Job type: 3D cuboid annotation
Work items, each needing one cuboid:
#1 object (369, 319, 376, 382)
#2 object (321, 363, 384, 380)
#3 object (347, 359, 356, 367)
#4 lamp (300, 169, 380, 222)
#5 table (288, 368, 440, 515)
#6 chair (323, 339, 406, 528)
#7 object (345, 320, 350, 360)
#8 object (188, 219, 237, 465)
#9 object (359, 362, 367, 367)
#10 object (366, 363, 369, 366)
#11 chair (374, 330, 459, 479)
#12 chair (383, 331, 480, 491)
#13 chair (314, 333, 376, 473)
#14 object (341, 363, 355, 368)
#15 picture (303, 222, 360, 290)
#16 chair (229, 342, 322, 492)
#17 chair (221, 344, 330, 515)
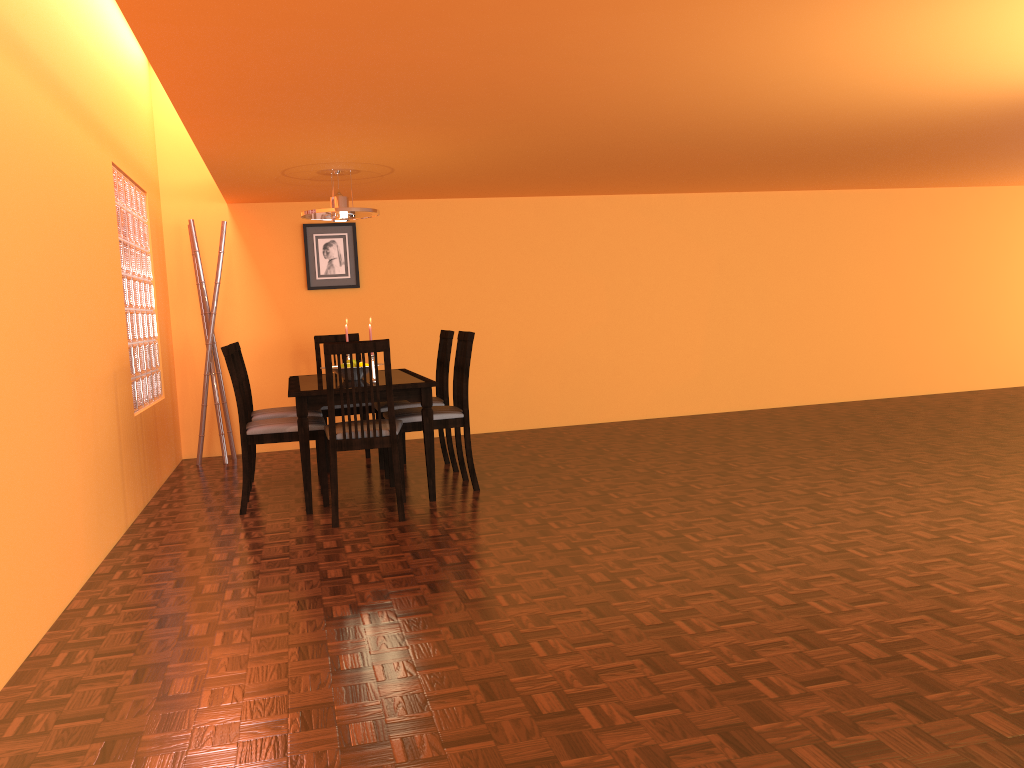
[{"bbox_3d":[-0.701,-0.174,4.423,0.044,0.326,0.044,-5,5,-25],"label":"object"},{"bbox_3d":[-0.836,-0.060,4.667,0.337,0.072,0.337,1,7,42],"label":"object"},{"bbox_3d":[-0.858,-0.100,4.734,0.069,0.066,0.069,-3,5,-4],"label":"object"},{"bbox_3d":[-0.962,-1.046,4.938,0.435,0.274,0.435,-2,5,8],"label":"lamp"},{"bbox_3d":[-0.816,0.263,4.738,0.697,0.584,1.259,-4,5,-14],"label":"table"},{"bbox_3d":[-0.675,0.202,4.021,0.373,0.809,0.465,-4,5,-9],"label":"chair"},{"bbox_3d":[-0.913,-0.205,4.927,0.044,0.326,0.044,-5,5,-25],"label":"object"},{"bbox_3d":[-1.955,-0.267,5.793,0.308,1.589,0.226,-2,5,8],"label":"object"},{"bbox_3d":[-0.776,-0.092,4.591,0.046,0.046,0.055,-6,6,-31],"label":"object"},{"bbox_3d":[-0.764,-0.085,4.640,0.046,0.046,0.055,1,6,39],"label":"object"},{"bbox_3d":[-0.551,0.105,5.096,0.465,0.809,0.373,-4,5,-14],"label":"chair"},{"bbox_3d":[-0.412,0.145,4.538,0.465,0.809,0.373,-4,5,-14],"label":"chair"},{"bbox_3d":[-1.020,0.101,5.439,0.373,0.809,0.465,-5,5,-19],"label":"chair"},{"bbox_3d":[-0.860,-0.071,4.632,0.089,0.076,0.087,-4,5,-7],"label":"object"},{"bbox_3d":[-1.257,-0.891,6.181,0.361,0.456,0.014,-4,5,-14],"label":"picture"},{"bbox_3d":[-1.294,0.160,4.917,0.465,0.809,0.373,-4,5,-14],"label":"chair"},{"bbox_3d":[-1.155,0.200,4.358,0.465,0.809,0.373,-4,5,-14],"label":"chair"}]
